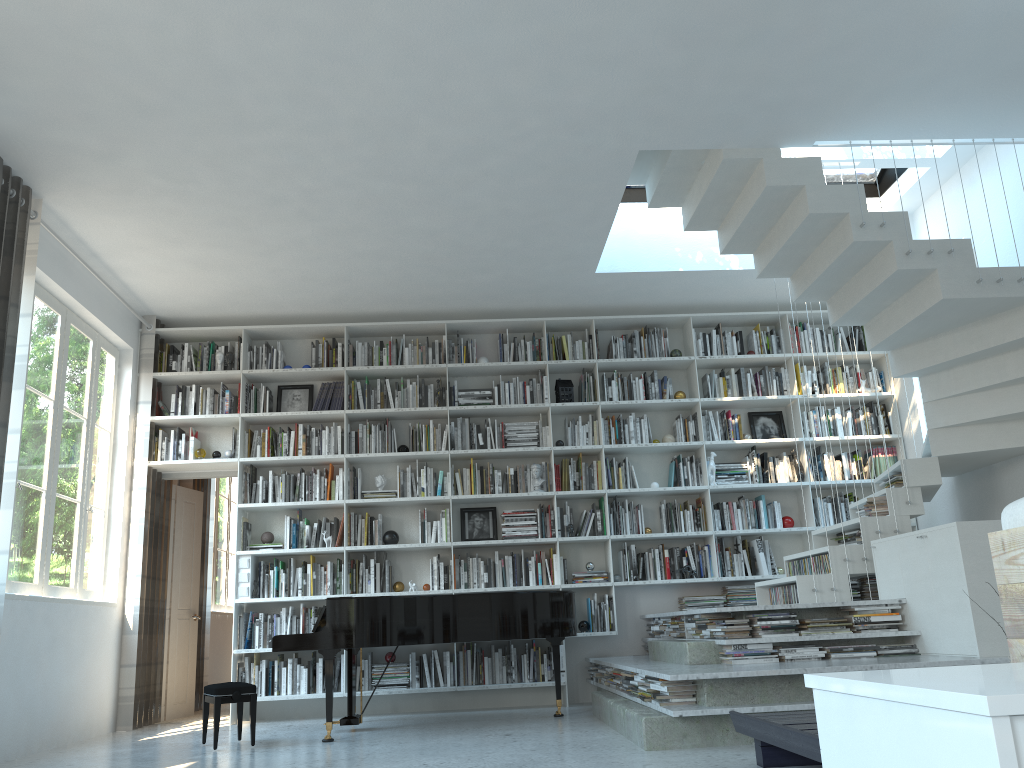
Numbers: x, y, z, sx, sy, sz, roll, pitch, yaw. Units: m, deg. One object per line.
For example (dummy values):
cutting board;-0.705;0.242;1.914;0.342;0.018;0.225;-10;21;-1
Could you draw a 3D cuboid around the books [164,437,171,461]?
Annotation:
books;-2.814;0.561;7.267;0.010;0.219;0.182;-2;-15;-3

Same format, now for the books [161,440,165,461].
books;-2.833;0.575;7.270;0.029;0.196;0.161;-2;-15;-3

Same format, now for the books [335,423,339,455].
books;-1.448;0.484;7.359;0.022;0.288;0.170;-2;-15;-3

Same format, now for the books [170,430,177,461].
books;-2.771;0.532;7.285;0.022;0.280;0.157;-2;-15;-3

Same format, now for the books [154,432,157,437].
books;-2.916;0.536;7.256;0.011;0.271;0.189;-2;-15;-3

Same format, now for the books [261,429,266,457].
books;-2.052;0.518;7.325;0.010;0.262;0.151;-2;-15;-3

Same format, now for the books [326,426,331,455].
books;-1.518;0.498;7.346;0.022;0.262;0.175;-2;-15;-3

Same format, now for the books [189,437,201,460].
books;-2.598;0.556;7.268;0.029;0.210;0.187;-2;-15;-3

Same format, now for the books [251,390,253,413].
books;-2.152;0.181;7.398;0.009;0.228;0.185;-2;-15;-3

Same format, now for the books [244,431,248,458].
books;-2.185;0.529;7.324;0.012;0.253;0.161;-2;-15;-3

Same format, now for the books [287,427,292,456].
books;-1.838;0.506;7.337;0.014;0.272;0.181;-2;-15;-3

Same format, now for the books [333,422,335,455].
books;-1.464;0.481;7.346;0.012;0.290;0.183;-2;-15;-3

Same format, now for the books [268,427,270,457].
books;-1.993;0.507;7.329;0.020;0.280;0.165;-2;-15;-3

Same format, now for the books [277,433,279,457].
books;-1.919;0.532;7.337;0.012;0.230;0.150;-2;-15;-3

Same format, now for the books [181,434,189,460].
books;-2.665;0.543;7.261;0.021;0.236;0.189;-2;-15;-3

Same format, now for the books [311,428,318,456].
books;-1.636;0.508;7.357;0.029;0.260;0.158;-2;-15;-3

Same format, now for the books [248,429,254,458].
books;-2.150;0.519;7.311;0.012;0.262;0.181;-2;-15;-3

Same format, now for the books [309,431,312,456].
books;-1.655;0.518;7.339;0.013;0.231;0.172;-2;-15;-3

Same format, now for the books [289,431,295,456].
books;-1.807;0.523;7.338;0.047;0.237;0.163;-2;-15;-3

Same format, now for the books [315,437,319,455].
books;-1.610;0.543;7.348;0.022;0.185;0.137;-2;-15;-3

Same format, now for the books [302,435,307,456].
books;-1.700;0.533;7.316;0.029;0.195;0.192;-2;-15;-3

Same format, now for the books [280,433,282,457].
books;-1.892;0.533;7.322;0.014;0.217;0.164;-2;-15;-3

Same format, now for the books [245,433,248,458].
books;-2.167;0.536;7.314;0.022;0.232;0.151;-2;-15;-3

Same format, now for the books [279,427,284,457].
books;-1.908;0.508;7.340;0.012;0.276;0.151;-2;-15;-3

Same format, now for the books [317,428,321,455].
books;-1.590;0.508;7.364;0.035;0.260;0.131;-2;-15;-3

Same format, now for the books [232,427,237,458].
books;-2.280;0.514;7.311;0.012;0.284;0.160;-2;-15;-3

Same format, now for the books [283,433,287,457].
books;-1.858;0.532;7.324;0.031;0.216;0.173;-2;-15;-3

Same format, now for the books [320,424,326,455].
books;-1.566;0.492;7.350;0.012;0.280;0.188;-2;-15;-3

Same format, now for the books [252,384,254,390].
books;-2.161;0.157;7.420;0.006;0.288;0.144;-2;-15;-3

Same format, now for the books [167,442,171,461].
books;-2.795;0.584;7.287;0.029;0.184;0.135;-2;-15;-3

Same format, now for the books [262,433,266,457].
books;-2.031;0.532;7.317;0.030;0.229;0.172;-2;-15;-3

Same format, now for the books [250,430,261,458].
books;-2.114;0.524;7.328;0.062;0.257;0.153;-2;-15;-3

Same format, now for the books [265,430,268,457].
books;-2.009;0.520;7.320;0.014;0.252;0.187;-2;-15;-3

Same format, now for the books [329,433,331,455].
books;-1.500;0.528;7.352;0.013;0.205;0.173;-2;-15;-3

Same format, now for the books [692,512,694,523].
books;1.482;1.135;7.361;0.016;0.230;0.138;-2;-15;-3

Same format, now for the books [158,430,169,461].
books;-2.861;0.533;7.272;0.023;0.281;0.171;-2;-15;-3

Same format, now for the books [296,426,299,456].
books;-1.758;0.501;7.331;0.023;0.270;0.187;-2;-15;-3

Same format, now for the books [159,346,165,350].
books;-2.968;-0.182;7.464;0.012;0.306;0.181;-2;-15;-3

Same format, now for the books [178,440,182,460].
books;-2.698;0.571;7.271;0.024;0.192;0.181;-2;-15;-3

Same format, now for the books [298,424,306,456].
books;-1.732;0.492;7.329;0.030;0.285;0.185;-2;-15;-3

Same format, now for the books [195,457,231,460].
books;-2.431;0.629;7.280;0.285;0.012;0.160;-2;-16;-2

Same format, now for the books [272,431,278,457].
books;-1.949;0.522;7.334;0.047;0.249;0.134;-2;-15;-3

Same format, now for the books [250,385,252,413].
books;-2.166;0.161;7.416;0.005;0.276;0.147;-2;-15;-3

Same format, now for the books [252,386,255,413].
books;-2.139;0.166;7.406;0.009;0.259;0.184;-2;-15;-3

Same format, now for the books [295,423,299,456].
books;-1.778;0.491;7.352;0.014;0.303;0.152;-2;-15;-3

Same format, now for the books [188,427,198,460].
books;-2.622;0.518;7.291;0.013;0.298;0.179;-2;-15;-3

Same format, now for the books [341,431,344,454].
books;-1.379;0.517;7.325;0.039;0.201;0.236;-2;-15;-3

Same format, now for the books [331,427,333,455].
books;-1.483;0.501;7.370;0.024;0.265;0.155;-2;-15;-3

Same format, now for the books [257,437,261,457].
books;-2.068;0.547;7.299;0.026;0.194;0.176;-2;-15;-3

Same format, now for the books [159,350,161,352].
books;-2.956;-0.147;7.469;0.011;0.241;0.151;-2;-15;-3

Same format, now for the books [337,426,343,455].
books;-1.419;0.495;7.354;0.035;0.263;0.178;-2;-15;-3

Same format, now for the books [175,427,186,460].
books;-2.718;0.517;7.269;0.013;0.296;0.188;-2;-15;-3

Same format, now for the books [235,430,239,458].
books;-2.253;0.526;7.331;0.044;0.268;0.134;-2;-15;-3

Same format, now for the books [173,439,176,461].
books;-2.747;0.569;7.294;0.023;0.213;0.141;-2;-15;-3

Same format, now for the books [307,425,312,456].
books;-1.676;0.496;7.355;0.025;0.285;0.161;-2;-15;-3

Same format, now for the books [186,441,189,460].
books;-2.641;0.576;7.296;0.029;0.191;0.135;-2;-15;-3

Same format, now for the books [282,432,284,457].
books;-1.880;0.529;7.330;0.011;0.228;0.171;-2;-15;-3

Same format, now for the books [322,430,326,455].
books;-1.544;0.514;7.341;0.030;0.230;0.173;-2;-15;-3

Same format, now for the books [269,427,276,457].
books;-1.977;0.505;7.319;0.011;0.276;0.164;-2;-15;-3
